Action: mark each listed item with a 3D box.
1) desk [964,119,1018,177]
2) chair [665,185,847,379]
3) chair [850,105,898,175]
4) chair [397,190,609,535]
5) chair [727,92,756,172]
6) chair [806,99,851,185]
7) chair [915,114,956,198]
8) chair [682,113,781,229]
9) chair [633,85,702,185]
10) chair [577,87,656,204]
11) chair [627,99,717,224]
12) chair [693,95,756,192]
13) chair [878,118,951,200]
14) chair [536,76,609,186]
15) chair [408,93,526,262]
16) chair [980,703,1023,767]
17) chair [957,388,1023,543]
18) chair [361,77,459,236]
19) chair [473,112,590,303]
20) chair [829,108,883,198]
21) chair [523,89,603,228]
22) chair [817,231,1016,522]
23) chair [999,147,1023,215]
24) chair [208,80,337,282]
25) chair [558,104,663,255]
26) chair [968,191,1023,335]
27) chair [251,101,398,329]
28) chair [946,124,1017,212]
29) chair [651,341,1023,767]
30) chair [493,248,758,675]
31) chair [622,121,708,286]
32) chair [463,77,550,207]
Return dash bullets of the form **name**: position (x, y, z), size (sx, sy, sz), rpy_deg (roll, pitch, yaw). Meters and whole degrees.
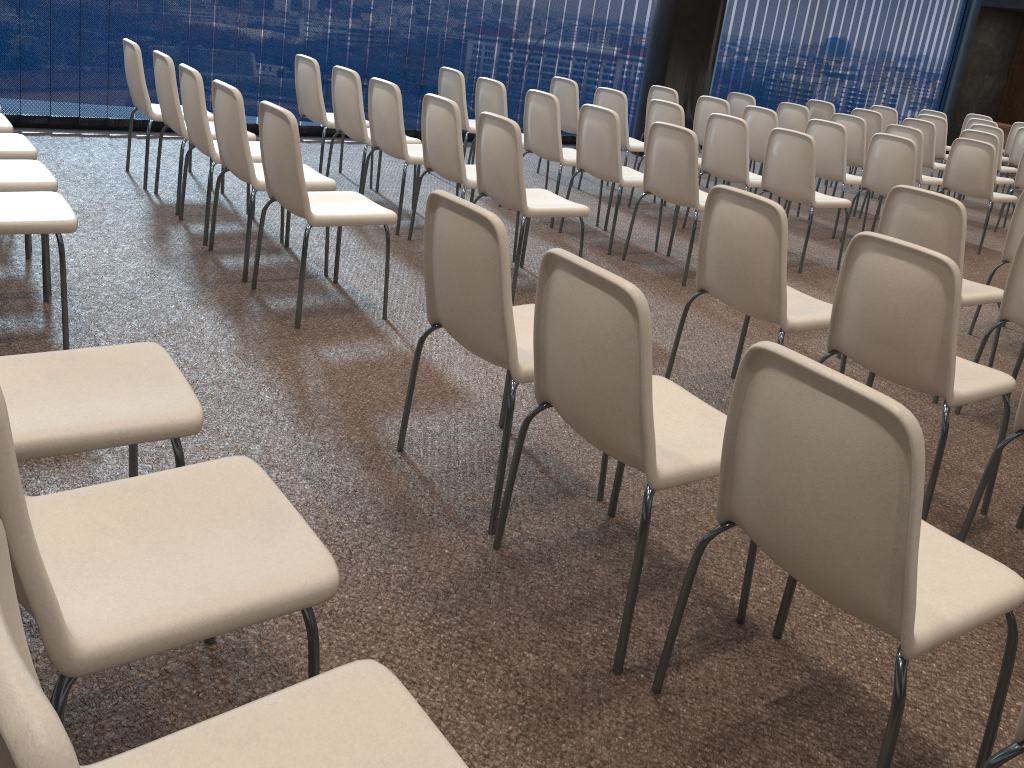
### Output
- **desk**: position (7.916, -3.450, 13.231), size (0.647, 0.697, 2.188), rpy_deg (-6, 26, -35)
- **chair**: position (0.978, -0.306, 3.367), size (0.560, 0.863, 0.552), rpy_deg (-4, 22, -34)
- **chair**: position (4.542, -2.908, 10.628), size (0.561, 0.863, 0.551), rpy_deg (-5, 22, -36)
- **chair**: position (0.005, -0.128, 2.629), size (0.562, 0.863, 0.551), rpy_deg (-6, 23, -37)
- **chair**: position (2.493, -2.596, 9.223), size (0.561, 0.863, 0.552), rpy_deg (-5, 22, -35)
- **chair**: position (3.562, -2.757, 9.952), size (0.561, 0.863, 0.552), rpy_deg (-5, 22, -35)
- **chair**: position (4.882, -2.655, 10.150), size (0.561, 0.863, 0.551), rpy_deg (-6, 23, -37)
- **chair**: position (1.652, -1.509, 6.404), size (0.561, 0.863, 0.551), rpy_deg (-6, 23, -37)
- **chair**: position (1.569, -2.432, 8.534), size (0.561, 0.863, 0.551), rpy_deg (-6, 23, -37)
- **chair**: position (0.935, -2.011, 7.340), size (0.562, 0.863, 0.551), rpy_deg (-6, 23, -37)
- **chair**: position (1.305, -1.766, 6.888), size (0.561, 0.863, 0.551), rpy_deg (-5, 22, -36)
- **chair**: position (1.931, -2.181, 8.066), size (0.562, 0.863, 0.551), rpy_deg (-6, 23, -37)
- **chair**: position (4.239, -2.280, 9.060), size (0.561, 0.863, 0.552), rpy_deg (-5, 22, -34)
- **chair**: position (0.594, -2.265, 7.820), size (0.561, 0.863, 0.552), rpy_deg (-5, 22, -35)
- **chair**: position (-0.252, -1.195, 5.041), size (0.561, 0.863, 0.551), rpy_deg (-5, 22, -36)
- **chair**: position (1.018, 0.600, 1.262), size (0.561, 0.863, 0.552), rpy_deg (-5, 22, -35)
- **chair**: position (1.689, 0.193, 2.435), size (0.561, 0.863, 0.552), rpy_deg (-5, 22, -35)
- **chair**: position (-0.628, -1.444, 5.497), size (0.561, 0.863, 0.551), rpy_deg (-6, 22, -36)
- **chair**: position (0.076, -0.947, 4.568), size (0.561, 0.863, 0.552), rpy_deg (-5, 22, -34)
- **chair**: position (3.880, -2.515, 9.491), size (0.562, 0.863, 0.551), rpy_deg (-6, 23, -37)
- **chair**: position (0.346, -1.613, 6.214), size (0.561, 0.863, 0.552), rpy_deg (-5, 22, -35)
- **chair**: position (1.318, -0.053, 2.888), size (0.561, 0.863, 0.552), rpy_deg (-5, 22, -35)
- **chair**: position (5.598, -2.154, 9.215), size (0.561, 0.863, 0.552), rpy_deg (-5, 22, -36)
- **chair**: position (-1.195, -1.027, 4.335), size (0.561, 0.863, 0.551), rpy_deg (-5, 22, -36)
- **chair**: position (0.686, -1.361, 5.736), size (0.561, 0.863, 0.552), rpy_deg (-5, 22, -36)
- **chair**: position (2.939, -0.618, 4.745), size (0.562, 0.863, 0.551), rpy_deg (-6, 23, -37)
- **chair**: position (-0.835, -0.778, 3.872), size (0.561, 0.863, 0.551), rpy_deg (-6, 22, -36)
- **chair**: position (5.253, -2.409, 9.696), size (0.562, 0.863, 0.551), rpy_deg (-6, 23, -37)
- **chair**: position (0.679, 0.348, 1.740), size (0.561, 0.863, 0.552), rpy_deg (-4, 22, -34)
- **chair**: position (0.317, 0.111, 2.175), size (0.561, 0.863, 0.552), rpy_deg (-4, 22, -34)
- **chair**: position (1.059, -1.113, 5.280), size (0.562, 0.863, 0.551), rpy_deg (-6, 23, -37)
- **chair**: position (-0.015, -1.850, 6.648), size (0.561, 0.863, 0.552), rpy_deg (-5, 22, -35)
